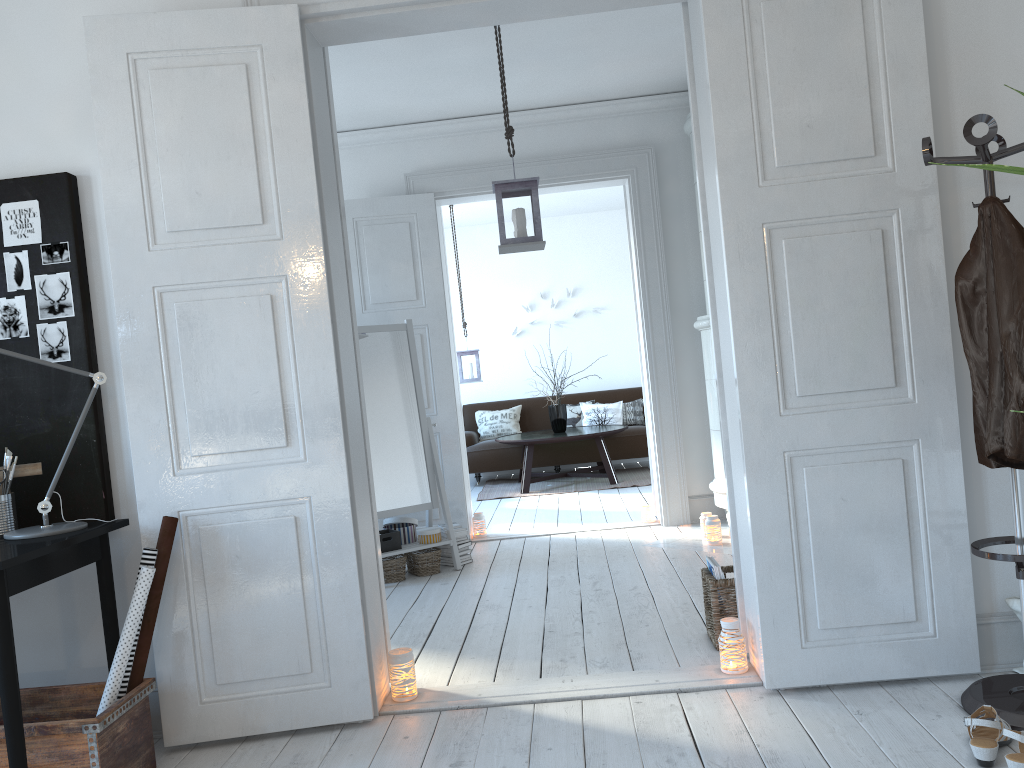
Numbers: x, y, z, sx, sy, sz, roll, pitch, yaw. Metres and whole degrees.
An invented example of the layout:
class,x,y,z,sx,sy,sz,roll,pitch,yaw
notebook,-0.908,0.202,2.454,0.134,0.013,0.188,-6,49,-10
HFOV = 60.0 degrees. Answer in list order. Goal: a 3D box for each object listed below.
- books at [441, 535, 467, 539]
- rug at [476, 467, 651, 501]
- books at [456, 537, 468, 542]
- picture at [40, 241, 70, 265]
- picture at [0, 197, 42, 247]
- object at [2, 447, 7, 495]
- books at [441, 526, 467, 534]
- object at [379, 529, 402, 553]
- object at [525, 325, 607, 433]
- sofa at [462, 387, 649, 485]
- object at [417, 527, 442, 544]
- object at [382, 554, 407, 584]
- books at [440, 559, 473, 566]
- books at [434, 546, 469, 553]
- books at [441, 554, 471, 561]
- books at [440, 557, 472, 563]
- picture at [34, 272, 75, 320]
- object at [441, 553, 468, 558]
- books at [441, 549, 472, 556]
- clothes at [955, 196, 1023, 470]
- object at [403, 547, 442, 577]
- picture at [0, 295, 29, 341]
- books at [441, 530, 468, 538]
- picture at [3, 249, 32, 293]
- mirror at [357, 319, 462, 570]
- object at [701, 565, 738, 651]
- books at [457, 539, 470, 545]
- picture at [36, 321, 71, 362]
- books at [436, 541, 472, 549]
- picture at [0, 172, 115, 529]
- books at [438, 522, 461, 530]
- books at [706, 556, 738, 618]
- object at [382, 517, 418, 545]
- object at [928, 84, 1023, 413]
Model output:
class,x,y,z,sx,sy,sz,roll,pitch,yaw
books,-0.366,0.917,5.352,0.128,0.016,0.181,-6,1,-26
rug,0.529,0.942,8.666,1.710,0.055,1.455,-6,0,4
books,-0.364,0.933,5.355,0.128,0.016,0.177,-6,1,-30
picture,-1.508,-0.434,2.927,0.095,0.071,0.001,-6,2,3
picture,-1.621,-0.537,2.929,0.147,0.154,0.004,-6,2,3
object,-1.585,0.333,2.764,0.008,0.268,0.060,-5,2,20
books,-0.368,0.874,5.348,0.132,0.017,0.187,-6,1,-24
object,-0.741,0.899,5.062,0.165,0.103,0.155,-6,1,-32
object,0.530,-0.068,8.543,0.845,1.066,0.525,-6,1,-26
sofa,0.538,0.535,9.416,2.165,0.825,0.968,-6,1,3
object,-0.483,0.885,5.182,0.142,0.074,0.142,-6,1,-13
object,-0.715,1.058,5.110,0.185,0.140,0.295,-6,1,-25
books,-0.345,1.075,5.361,0.179,0.016,0.128,-5,1,41
books,-0.366,0.994,5.358,0.167,0.022,0.128,-5,1,37
books,-0.353,1.042,5.356,0.128,0.016,0.181,-6,1,-42
books,-0.351,1.058,5.359,0.177,0.016,0.128,-5,1,44
picture,-1.513,-0.294,2.931,0.121,0.153,0.002,-6,2,3
object,-0.362,1.027,5.367,0.111,0.014,0.156,-6,1,-44
books,-0.355,1.013,5.354,0.187,0.017,0.132,-5,1,40
clothes,1.362,-0.137,2.431,0.237,0.770,0.211,-5,2,37
object,-0.524,1.038,5.206,0.185,0.140,0.295,-6,1,-25
picture,-1.660,-0.219,2.942,0.107,0.150,0.001,-6,2,3
books,-0.360,0.894,5.345,0.128,0.026,0.200,-6,1,-25
picture,-1.638,-0.374,2.936,0.083,0.146,0.002,-6,2,3
mirror,-0.706,0.371,5.171,0.610,1.489,0.417,-7,2,-32
object,0.885,0.846,3.392,0.270,0.265,0.223,-6,1,3
books,-0.358,0.950,5.357,0.128,0.016,0.179,-6,1,-44
picture,-1.519,-0.140,2.936,0.103,0.136,0.001,-6,2,3
books,-0.356,0.970,5.349,0.193,0.022,0.128,-5,1,36
picture,-1.876,-0.071,2.990,0.953,1.173,0.064,-6,2,3
books,-0.378,0.859,5.361,0.111,0.014,0.156,-6,1,-17
books,0.869,0.814,3.392,0.201,0.300,0.179,-6,1,3
object,-0.667,0.861,5.288,0.207,0.159,0.241,-6,1,11
object,1.361,0.165,1.554,1.044,1.554,0.288,-5,2,33
